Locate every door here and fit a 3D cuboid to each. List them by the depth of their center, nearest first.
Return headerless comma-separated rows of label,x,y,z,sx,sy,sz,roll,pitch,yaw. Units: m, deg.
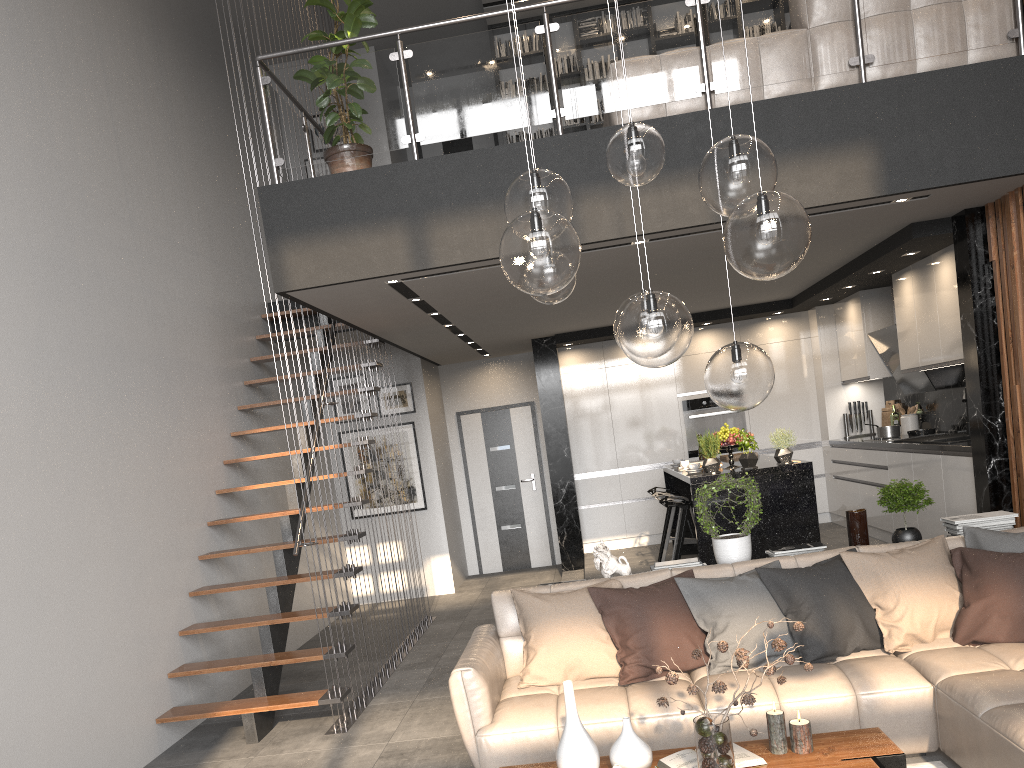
door,-0.521,-1.952,10.608,0.976,2.106,0.167,-8,5,5
door,-0.069,1.320,10.927,0.976,2.106,0.167,-8,5,5

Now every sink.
sink,3.455,0.322,6.901,0.499,0.551,1.105,-8,-2,4

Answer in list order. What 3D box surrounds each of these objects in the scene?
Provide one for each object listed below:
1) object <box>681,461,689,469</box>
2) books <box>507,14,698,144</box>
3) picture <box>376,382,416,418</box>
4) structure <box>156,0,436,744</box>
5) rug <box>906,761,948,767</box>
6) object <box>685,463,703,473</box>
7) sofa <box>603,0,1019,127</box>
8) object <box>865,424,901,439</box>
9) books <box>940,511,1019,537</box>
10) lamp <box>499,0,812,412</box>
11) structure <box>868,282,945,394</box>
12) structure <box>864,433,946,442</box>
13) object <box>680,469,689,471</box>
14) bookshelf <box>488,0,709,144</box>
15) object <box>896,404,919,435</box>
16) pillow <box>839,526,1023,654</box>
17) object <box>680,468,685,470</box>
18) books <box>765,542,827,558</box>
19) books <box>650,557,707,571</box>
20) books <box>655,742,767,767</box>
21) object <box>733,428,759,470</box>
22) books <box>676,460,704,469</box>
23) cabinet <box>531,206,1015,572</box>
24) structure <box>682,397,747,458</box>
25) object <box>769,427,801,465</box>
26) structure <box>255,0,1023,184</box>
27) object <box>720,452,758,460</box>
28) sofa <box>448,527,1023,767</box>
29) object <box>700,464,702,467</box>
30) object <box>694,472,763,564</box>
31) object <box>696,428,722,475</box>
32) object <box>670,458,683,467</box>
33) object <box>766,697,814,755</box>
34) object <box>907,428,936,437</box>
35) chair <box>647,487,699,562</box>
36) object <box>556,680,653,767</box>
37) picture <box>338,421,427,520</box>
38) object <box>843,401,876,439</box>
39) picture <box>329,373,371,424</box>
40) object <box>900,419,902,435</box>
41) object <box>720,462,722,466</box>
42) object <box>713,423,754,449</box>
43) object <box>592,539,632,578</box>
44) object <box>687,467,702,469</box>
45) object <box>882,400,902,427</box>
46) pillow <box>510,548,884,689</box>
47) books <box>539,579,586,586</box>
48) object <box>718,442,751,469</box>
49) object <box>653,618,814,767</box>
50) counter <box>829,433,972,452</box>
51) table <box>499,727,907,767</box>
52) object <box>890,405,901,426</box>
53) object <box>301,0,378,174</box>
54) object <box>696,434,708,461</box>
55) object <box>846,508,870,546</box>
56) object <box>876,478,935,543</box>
object,1.521,0.712,7.678,0.083,0.071,0.077,-8,1,-36
books,1.668,-2.639,8.836,3.445,2.359,0.209,-8,5,5
picture,-1.288,0.177,9.700,0.410,0.338,0.024,-8,5,5
structure,-1.855,-0.650,6.867,1.181,6.117,3.555,-7,3,4
rug,0.659,1.739,3.093,2.302,0.020,1.598,-8,-4,5
object,1.479,0.684,7.100,0.153,0.071,0.156,-7,-2,-27
sofa,1.725,-1.911,5.907,2.281,0.789,2.273,-8,-3,5
object,3.460,0.430,8.135,0.199,0.155,0.347,-8,-2,-5
books,2.576,0.801,4.822,0.333,0.152,0.198,-8,0,6
lamp,0.145,-2.368,2.563,1.232,5.055,1.213,-8,5,2
structure,3.511,-0.424,7.813,0.414,1.042,0.730,-8,3,4
structure,3.535,0.482,7.909,0.511,0.061,0.597,-8,-4,5
object,1.569,0.735,7.608,0.228,0.003,0.227,-8,-4,5
bookshelf,1.675,-2.595,8.850,3.527,2.547,0.244,-8,5,5
object,3.747,0.321,8.252,0.175,0.308,0.156,-7,4,8
pillow,2.326,0.985,4.145,1.396,0.553,0.750,-10,-1,35
object,1.513,0.732,7.634,0.027,0.027,0.131,-9,-2,-36
books,1.601,0.973,4.966,0.326,0.100,0.203,-8,-2,5
books,0.956,1.073,5.032,0.348,0.101,0.193,-8,-2,5
books,0.718,1.363,3.164,0.340,0.040,0.232,-7,-4,-17
object,1.784,0.490,6.650,0.180,0.316,0.170,-7,4,16
books,1.672,0.730,8.010,0.323,0.038,0.171,-8,-3,4
cabinet,1.963,0.211,7.716,3.626,3.271,6.162,-8,-2,5
structure,2.251,0.468,9.867,0.656,0.639,0.646,-8,1,5
object,2.064,0.464,6.651,0.222,0.287,0.208,-7,2,18
structure,0.771,-1.723,6.496,4.229,0.747,3.355,-8,-3,5
object,2.175,0.689,8.415,0.291,0.030,0.398,-8,-4,4
sofa,1.323,1.286,3.882,3.250,0.827,1.864,-8,-2,5
object,1.616,0.705,7.564,0.074,0.043,0.128,-8,-3,-3
object,1.232,0.787,4.963,0.383,0.583,0.214,-9,4,-14
object,1.524,0.500,6.692,0.183,0.373,0.197,-11,5,-40
object,1.575,0.748,8.310,0.153,0.071,0.156,-7,-2,-27
object,1.007,1.238,3.187,0.154,0.213,0.076,-7,4,15
object,3.571,0.430,7.738,0.349,0.061,0.233,-7,-3,-16
chair,1.486,1.309,7.735,0.435,0.742,1.717,-8,-2,4
object,0.305,1.235,3.091,0.318,0.402,0.315,-7,2,24
picture,-1.445,0.973,9.796,0.873,1.005,0.024,-8,5,5
object,3.608,0.364,9.121,0.322,0.377,0.065,-8,5,5
picture,-1.792,0.165,9.739,0.410,0.512,0.024,-8,5,5
object,3.762,0.406,8.508,0.180,0.164,0.270,-8,-1,5
object,1.689,0.671,7.323,0.131,0.060,0.069,-8,0,5
object,1.743,0.414,7.023,0.347,0.217,0.317,-8,-1,2
object,0.580,1.029,5.033,0.208,0.293,0.133,-7,4,24
object,1.610,0.722,7.569,0.193,0.012,0.189,-11,-5,37
object,3.842,0.334,8.866,0.098,0.333,0.397,-8,0,4
pillow,0.964,1.185,4.377,1.944,0.505,0.538,-8,1,4
books,0.291,1.187,5.079,0.295,0.055,0.182,-9,-3,9
object,1.758,0.580,7.031,0.363,0.190,0.370,-7,-2,-32
object,0.778,1.054,2.887,0.537,0.610,0.317,-9,4,-24
counter,3.503,0.480,7.484,0.611,0.040,3.436,-8,-4,4
table,0.656,1.556,2.947,1.455,0.358,0.892,-8,-2,5
object,3.769,0.349,8.581,0.090,0.286,0.080,-7,5,5
object,-1.012,-1.915,5.264,0.779,1.486,0.518,-6,5,25
object,1.890,0.603,8.441,0.150,0.287,0.199,-9,3,-12
object,1.944,0.837,4.914,0.109,0.271,0.107,-7,4,10
object,2.192,0.729,4.888,0.268,0.413,0.311,-10,3,-35
